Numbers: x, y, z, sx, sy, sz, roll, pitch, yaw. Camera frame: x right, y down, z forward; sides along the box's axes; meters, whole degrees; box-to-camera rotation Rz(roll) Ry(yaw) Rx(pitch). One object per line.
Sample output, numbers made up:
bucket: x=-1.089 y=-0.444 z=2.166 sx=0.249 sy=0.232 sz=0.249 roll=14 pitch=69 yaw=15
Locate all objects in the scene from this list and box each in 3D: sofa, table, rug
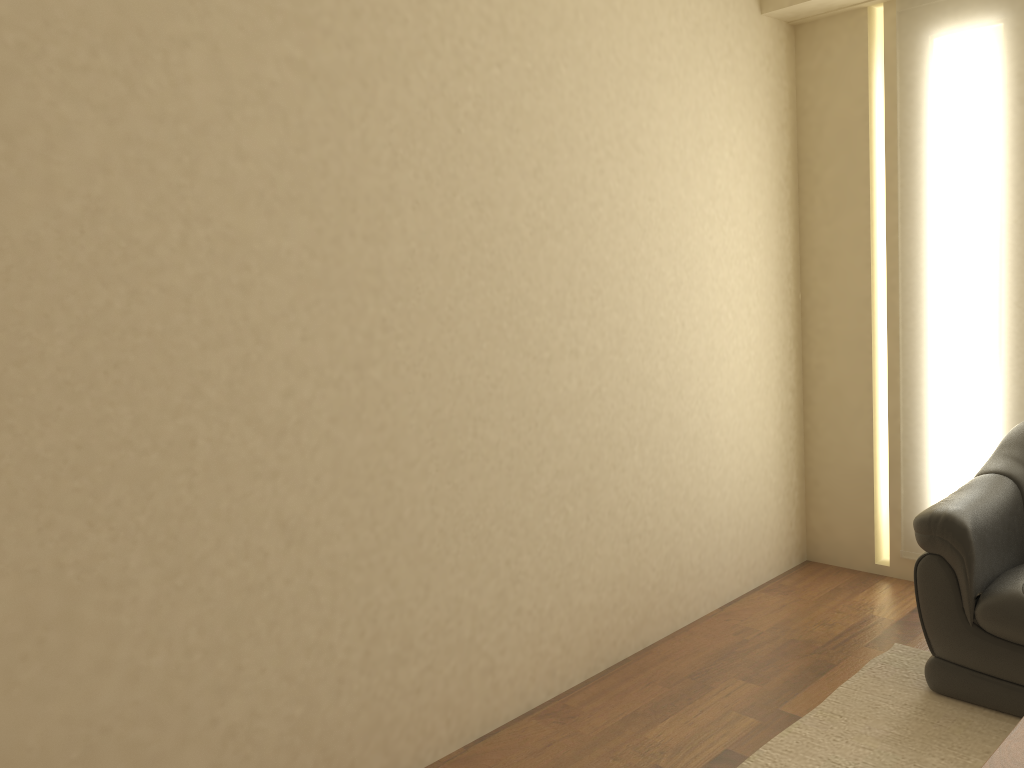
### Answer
sofa: x=2.480 y=0.596 z=2.505 sx=0.944 sy=0.918 sz=2.337 roll=-10 pitch=10 yaw=-43
table: x=1.462 y=1.019 z=1.455 sx=1.045 sy=0.482 sz=1.213 roll=-10 pitch=10 yaw=-43
rug: x=1.859 y=1.249 z=1.339 sx=2.482 sy=0.011 sz=3.592 roll=-10 pitch=10 yaw=-43

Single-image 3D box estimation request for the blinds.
blinds: x=2.706 y=-0.382 z=2.936 sx=0.002 sy=2.453 sz=2.830 roll=-10 pitch=10 yaw=-43
